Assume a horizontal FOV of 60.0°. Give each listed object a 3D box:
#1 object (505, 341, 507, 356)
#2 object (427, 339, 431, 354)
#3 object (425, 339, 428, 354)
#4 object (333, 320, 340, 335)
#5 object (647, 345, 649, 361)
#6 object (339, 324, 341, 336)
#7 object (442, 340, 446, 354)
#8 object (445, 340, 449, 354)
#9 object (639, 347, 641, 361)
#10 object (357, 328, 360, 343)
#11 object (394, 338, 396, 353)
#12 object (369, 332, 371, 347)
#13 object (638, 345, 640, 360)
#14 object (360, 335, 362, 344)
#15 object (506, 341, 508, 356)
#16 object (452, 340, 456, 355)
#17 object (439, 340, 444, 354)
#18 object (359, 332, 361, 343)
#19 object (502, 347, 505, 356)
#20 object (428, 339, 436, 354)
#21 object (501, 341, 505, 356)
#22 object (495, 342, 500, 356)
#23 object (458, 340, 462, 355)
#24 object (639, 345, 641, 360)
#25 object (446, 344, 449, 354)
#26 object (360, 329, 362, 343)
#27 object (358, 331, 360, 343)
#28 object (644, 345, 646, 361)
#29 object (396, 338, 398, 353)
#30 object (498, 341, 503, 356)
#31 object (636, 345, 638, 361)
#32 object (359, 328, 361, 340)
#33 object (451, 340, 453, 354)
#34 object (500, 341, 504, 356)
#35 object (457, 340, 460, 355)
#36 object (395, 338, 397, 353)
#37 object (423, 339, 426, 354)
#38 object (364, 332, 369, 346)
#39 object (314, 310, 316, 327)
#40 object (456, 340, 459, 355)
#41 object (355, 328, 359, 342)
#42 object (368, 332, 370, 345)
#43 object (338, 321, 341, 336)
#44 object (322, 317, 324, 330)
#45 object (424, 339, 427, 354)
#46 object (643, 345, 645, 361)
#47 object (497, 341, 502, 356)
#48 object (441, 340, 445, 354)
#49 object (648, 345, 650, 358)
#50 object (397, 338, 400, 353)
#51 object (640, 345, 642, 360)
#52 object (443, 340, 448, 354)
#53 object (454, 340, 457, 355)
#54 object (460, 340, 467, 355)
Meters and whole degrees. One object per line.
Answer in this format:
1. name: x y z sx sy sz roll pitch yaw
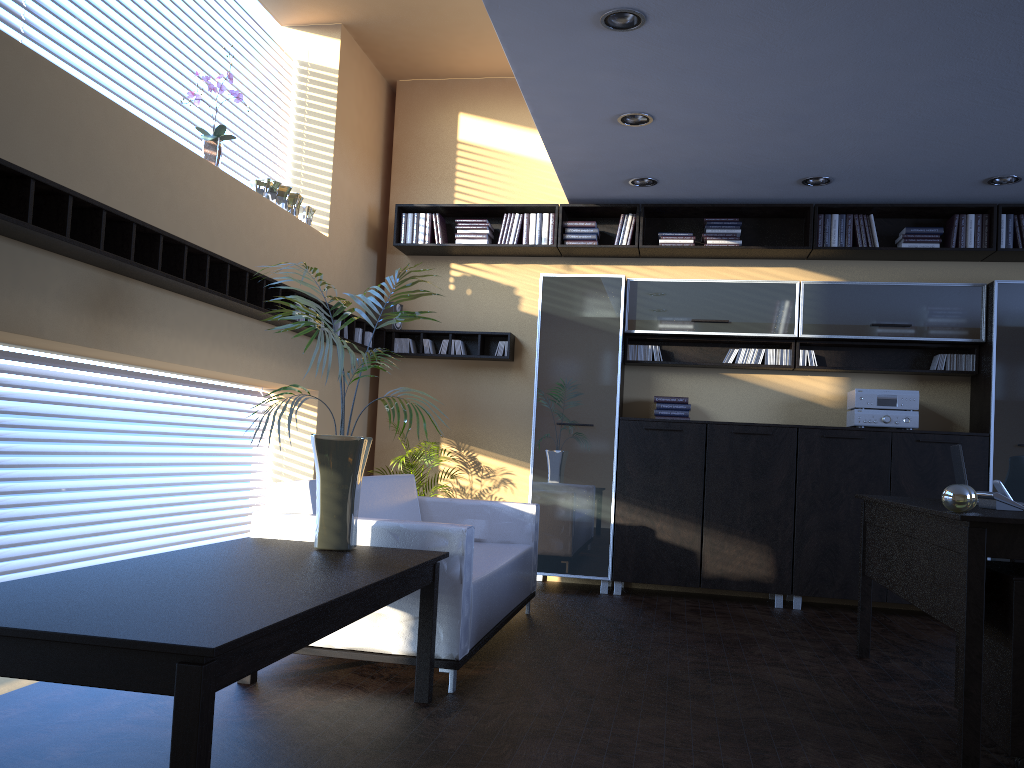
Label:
1. object: -0.038 -0.277 7.179 0.009 0.120 0.142 2 -4 11
2. object: -0.672 -0.300 7.299 0.030 0.120 0.142 2 -4 11
3. object: -0.682 -0.301 7.301 0.030 0.120 0.142 2 -4 11
4. object: -1.309 -0.403 6.356 0.142 0.118 0.040 2 -3 10
5. object: 1.069 -0.235 6.966 0.009 0.120 0.142 2 -4 11
6. object: -1.308 -0.400 6.402 0.142 0.120 0.030 2 -3 11
7. object: -0.537 -0.295 7.273 0.030 0.120 0.142 2 -4 11
8. object: -0.517 -0.294 7.269 0.030 0.120 0.142 2 -4 11
9. object: 1.009 -0.237 6.978 0.009 0.120 0.142 2 -4 11
10. object: -1.237 -0.370 6.765 0.142 0.120 0.030 2 -3 10
11. object: -0.950 -0.311 7.351 0.009 0.120 0.142 2 -4 11
12. object: -1.185 -0.351 6.981 0.140 0.118 0.006 2 -3 10
13. object: 0.999 -0.237 6.979 0.009 0.120 0.142 2 -4 11
14. object: -1.223 -0.365 6.815 0.142 0.120 0.009 2 -3 11
15. object: -0.028 -0.276 7.177 0.009 0.120 0.142 2 -4 11
16. object: -0.463 -0.293 7.259 0.009 0.120 0.142 2 -4 11
17. object: -0.562 -0.295 7.278 0.040 0.118 0.142 2 -4 11
18. object: -1.229 -0.368 6.784 0.142 0.120 0.030 2 -3 11
19. object: -0.058 -0.277 7.182 0.030 0.124 0.142 2 -4 11
20. object: -0.657 -0.299 7.296 0.040 0.118 0.142 2 -4 11
21. object: -0.058 -0.277 7.183 0.030 0.120 0.142 2 -4 11
22. object: -0.104 -0.278 7.191 0.040 0.118 0.142 2 -4 11
23. object: -0.412 -0.290 7.249 0.030 0.120 0.142 2 -4 11
24. object: 1.010 -0.237 6.976 0.006 0.118 0.140 2 -4 11
25. object: -0.516 -0.294 7.269 0.030 0.124 0.142 2 -4 11
26. object: -1.224 -0.367 6.794 0.142 0.120 0.030 2 -3 11
27. object: -1.232 -0.369 6.774 0.142 0.120 0.030 2 -3 10
28. object: 1.049 -0.235 6.972 0.009 0.120 0.142 2 -4 11
29. object: -0.930 -0.311 7.347 0.009 0.120 0.142 2 -4 11
30. object: -0.079 -0.278 7.186 0.030 0.120 0.142 2 -4 11
31. object: 0.990 -0.238 6.982 0.009 0.120 0.142 2 -4 11
32. object: -1.229 -0.369 6.773 0.140 0.117 0.026 2 -3 11
33. object: -0.473 -0.293 7.261 0.009 0.120 0.142 2 -4 11
34. object: -0.069 -0.277 7.184 0.030 0.120 0.142 2 -4 11
35. object: -0.422 -0.291 7.251 0.030 0.120 0.142 2 -4 11
36. object: -0.940 -0.311 7.349 0.009 0.120 0.142 2 -4 11
37. object: -0.702 -0.302 7.304 0.030 0.120 0.142 2 -4 11
38. object: -1.198 -0.354 6.938 0.142 0.118 0.040 2 -3 10
39. object: -1.386 -0.436 5.958 0.142 0.118 0.040 2 -3 11
40. object: -0.432 -0.291 7.253 0.030 0.120 0.142 2 -4 11
41. object: -1.238 -0.370 6.749 0.142 0.118 0.040 2 -3 11
42. object: -1.191 -0.352 6.972 0.142 0.120 0.009 2 -3 11
43. object: -1.308 -0.402 6.381 0.142 0.120 0.030 2 -3 11
44. object: -1.361 -0.426 6.085 0.142 0.118 0.040 2 -3 11
45. object: -0.692 -0.301 7.302 0.030 0.120 0.142 2 -4 11
46. object: 1.040 -0.236 6.975 0.009 0.120 0.142 2 -4 11
47. object: -0.089 -0.278 7.188 0.030 0.120 0.142 2 -4 11
48. object: -0.547 -0.296 7.275 0.030 0.120 0.142 2 -4 11
49. object: 1.079 -0.234 6.965 0.009 0.120 0.142 2 -4 11
50. object: -0.920 -0.310 7.346 0.009 0.120 0.142 2 -4 11
51. object: 1.019 -0.237 6.973 0.006 0.118 0.140 2 -4 11
52. object: -0.527 -0.295 7.271 0.030 0.120 0.142 2 -4 11
53. object: -0.442 -0.292 7.255 0.030 0.120 0.142 2 -4 11
54. object: -0.397 -0.289 7.247 0.040 0.118 0.142 2 -4 11
